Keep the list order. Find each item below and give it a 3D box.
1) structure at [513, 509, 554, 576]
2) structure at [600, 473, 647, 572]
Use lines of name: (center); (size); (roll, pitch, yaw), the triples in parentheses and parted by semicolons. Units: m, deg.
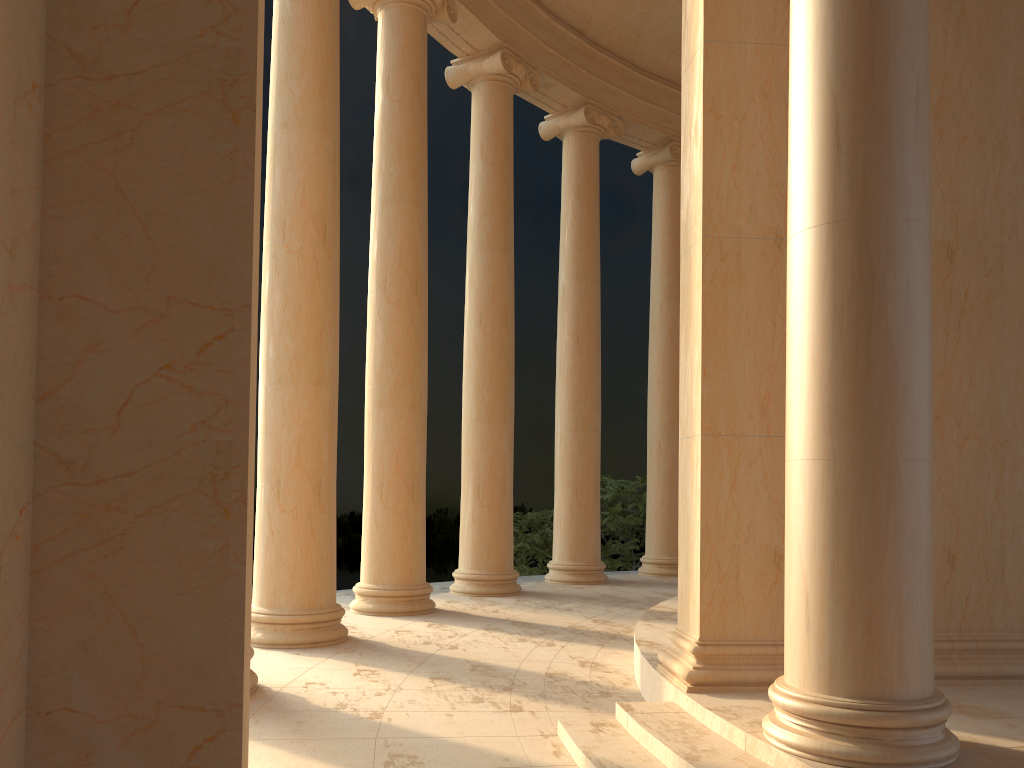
structure: (22.190, 308.334, 1515.386); (149.204, 187.742, 156.286); (0, -4, 7)
structure: (209.774, 308.484, 1604.355); (247.161, 298.562, 238.544); (1, -4, -3)
